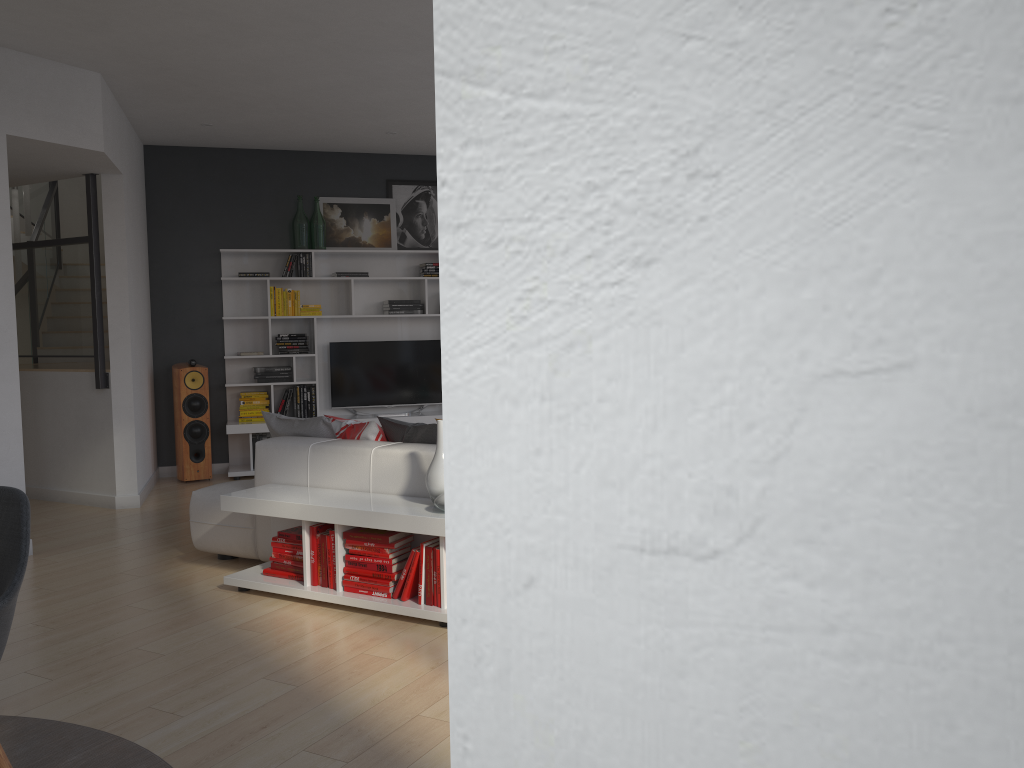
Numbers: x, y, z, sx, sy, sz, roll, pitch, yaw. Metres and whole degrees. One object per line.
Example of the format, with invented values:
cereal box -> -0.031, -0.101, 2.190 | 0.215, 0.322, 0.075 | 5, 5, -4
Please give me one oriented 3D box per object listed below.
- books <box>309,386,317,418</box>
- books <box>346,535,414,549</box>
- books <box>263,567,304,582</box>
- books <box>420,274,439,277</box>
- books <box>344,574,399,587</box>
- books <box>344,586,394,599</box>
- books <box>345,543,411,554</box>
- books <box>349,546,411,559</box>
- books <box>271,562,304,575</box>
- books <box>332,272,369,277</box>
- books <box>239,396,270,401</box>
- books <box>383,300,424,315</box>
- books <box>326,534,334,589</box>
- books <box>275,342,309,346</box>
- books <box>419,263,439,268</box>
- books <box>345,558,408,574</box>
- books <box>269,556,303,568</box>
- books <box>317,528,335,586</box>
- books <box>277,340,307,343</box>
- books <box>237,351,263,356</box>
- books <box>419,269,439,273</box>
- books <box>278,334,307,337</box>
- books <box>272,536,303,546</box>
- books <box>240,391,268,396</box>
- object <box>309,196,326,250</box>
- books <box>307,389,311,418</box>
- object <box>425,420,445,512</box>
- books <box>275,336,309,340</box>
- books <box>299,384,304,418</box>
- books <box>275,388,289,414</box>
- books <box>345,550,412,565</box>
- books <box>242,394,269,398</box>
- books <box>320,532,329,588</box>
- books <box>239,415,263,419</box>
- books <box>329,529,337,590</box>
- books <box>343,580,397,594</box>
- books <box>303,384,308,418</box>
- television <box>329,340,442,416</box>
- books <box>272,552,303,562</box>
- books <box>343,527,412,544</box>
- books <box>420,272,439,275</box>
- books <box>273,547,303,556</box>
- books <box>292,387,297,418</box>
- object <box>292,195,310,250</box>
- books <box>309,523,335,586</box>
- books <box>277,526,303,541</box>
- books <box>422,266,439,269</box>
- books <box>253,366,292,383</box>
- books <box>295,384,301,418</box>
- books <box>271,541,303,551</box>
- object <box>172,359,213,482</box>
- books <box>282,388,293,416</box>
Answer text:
books -> -1.864, 0.171, 8.297 | 0.051, 0.297, 0.230 | -2, 4, -16
books -> -0.629, 0.745, 4.232 | 0.266, 0.026, 0.187 | 1, 4, 23
books -> -1.084, 0.956, 4.549 | 0.301, 0.032, 0.227 | 1, 4, 29
books -> -0.735, -1.039, 8.557 | 0.284, 0.030, 0.214 | -2, 4, -13
books -> -0.638, 0.916, 4.230 | 0.266, 0.026, 0.187 | 1, 4, 28
books -> -0.632, 0.970, 4.247 | 0.274, 0.029, 0.200 | 1, 4, 29
books -> -0.642, 0.769, 4.249 | 0.257, 0.025, 0.182 | 1, 4, 29
books -> -0.629, 0.793, 4.234 | 0.236, 0.023, 0.178 | 1, 4, 29
books -> -1.067, 0.923, 4.546 | 0.259, 0.034, 0.206 | 1, 4, 32
books -> -1.520, -1.018, 8.323 | 0.310, 0.047, 0.250 | -2, 4, -21
books -> -2.371, 0.134, 8.172 | 0.238, 0.023, 0.167 | -1, 4, -1
books -> -1.044, -0.732, 8.501 | 0.343, 0.137, 0.277 | -3, 4, -21
books -> -0.833, 0.851, 4.350 | 0.042, 0.259, 0.195 | 1, 4, 29
books -> -2.034, -0.373, 8.208 | 0.284, 0.030, 0.214 | -2, 4, -8
books -> -0.737, -1.145, 8.558 | 0.266, 0.030, 0.209 | -3, 4, -23
books -> -0.624, 0.850, 4.260 | 0.279, 0.039, 0.206 | 1, 4, 30
books -> -1.080, 0.894, 4.541 | 0.266, 0.026, 0.187 | 2, 5, 34
books -> -0.892, 0.851, 4.393 | 0.031, 0.255, 0.181 | 1, 4, 29
books -> -2.036, -0.398, 8.210 | 0.264, 0.020, 0.189 | -2, 4, -13
books -> -2.390, -0.278, 8.102 | 0.209, 0.030, 0.266 | -3, 4, -23
books -> -0.741, -1.091, 8.577 | 0.284, 0.030, 0.214 | -2, 4, -13
books -> -2.030, -0.451, 8.200 | 0.246, 0.026, 0.180 | -2, 4, -9
books -> -1.070, 0.789, 4.539 | 0.254, 0.025, 0.178 | 1, 4, 28
books -> -2.379, 0.085, 8.188 | 0.234, 0.024, 0.171 | -2, 4, -12
object -> -1.807, -1.488, 8.245 | 0.157, 0.507, 0.157 | -1, 4, -3
books -> -1.901, 0.184, 8.285 | 0.028, 0.272, 0.200 | -2, 4, -16
object -> -0.258, 0.368, 4.076 | 0.319, 0.398, 0.316 | -4, 5, -37
books -> -2.037, -0.425, 8.228 | 0.284, 0.030, 0.214 | -2, 4, -8
books -> -1.964, 0.160, 8.272 | 0.026, 0.326, 0.237 | -2, 4, -16
books -> -2.140, 0.187, 8.230 | 0.142, 0.284, 0.232 | -2, 4, -16
books -> -0.634, 0.818, 4.245 | 0.261, 0.027, 0.191 | 1, 4, 25
books -> -2.362, 0.110, 8.169 | 0.234, 0.024, 0.171 | -2, 4, -12
books -> -0.862, 0.850, 4.378 | 0.034, 0.259, 0.207 | 1, 4, 29
books -> -2.368, 0.296, 8.165 | 0.269, 0.025, 0.213 | -2, 4, -13
books -> -0.801, 0.836, 4.337 | 0.049, 0.291, 0.214 | 1, 4, 29
books -> -0.638, 0.943, 4.228 | 0.282, 0.030, 0.188 | 1, 4, 30
books -> -1.935, 0.165, 8.281 | 0.034, 0.315, 0.239 | -2, 4, -16
television -> -1.184, -0.061, 8.520 | 1.102, 0.704, 0.207 | -2, 4, -16
books -> -1.068, 0.868, 4.540 | 0.257, 0.025, 0.182 | 1, 4, 29
books -> -0.641, 0.714, 4.246 | 0.259, 0.034, 0.206 | 1, 4, 26
books -> -0.738, -1.064, 8.559 | 0.264, 0.020, 0.189 | -2, 4, -18
books -> -1.064, 0.842, 4.555 | 0.261, 0.028, 0.191 | 1, 4, 29
books -> -2.023, 0.177, 8.247 | 0.028, 0.301, 0.213 | -2, 4, -16
object -> -1.941, -1.479, 8.147 | 0.157, 0.507, 0.157 | -1, 4, -3
books -> -0.924, 0.833, 4.406 | 0.036, 0.294, 0.208 | 1, 4, 29
books -> -1.069, 0.764, 4.526 | 0.206, 0.029, 0.152 | 2, 5, 35
books -> -0.730, -1.118, 8.550 | 0.246, 0.026, 0.180 | -2, 4, -14
books -> -2.214, -0.089, 8.199 | 0.343, 0.137, 0.277 | -2, 4, -16
books -> -1.995, 0.167, 8.260 | 0.034, 0.314, 0.237 | -2, 4, -16
books -> -1.070, 0.815, 4.537 | 0.269, 0.028, 0.179 | 1, 4, 30
object -> -2.879, 0.316, 7.947 | 0.290, 1.088, 0.434 | -3, 4, -31
books -> -2.086, 0.183, 8.227 | 0.100, 0.289, 0.210 | -2, 4, -17
